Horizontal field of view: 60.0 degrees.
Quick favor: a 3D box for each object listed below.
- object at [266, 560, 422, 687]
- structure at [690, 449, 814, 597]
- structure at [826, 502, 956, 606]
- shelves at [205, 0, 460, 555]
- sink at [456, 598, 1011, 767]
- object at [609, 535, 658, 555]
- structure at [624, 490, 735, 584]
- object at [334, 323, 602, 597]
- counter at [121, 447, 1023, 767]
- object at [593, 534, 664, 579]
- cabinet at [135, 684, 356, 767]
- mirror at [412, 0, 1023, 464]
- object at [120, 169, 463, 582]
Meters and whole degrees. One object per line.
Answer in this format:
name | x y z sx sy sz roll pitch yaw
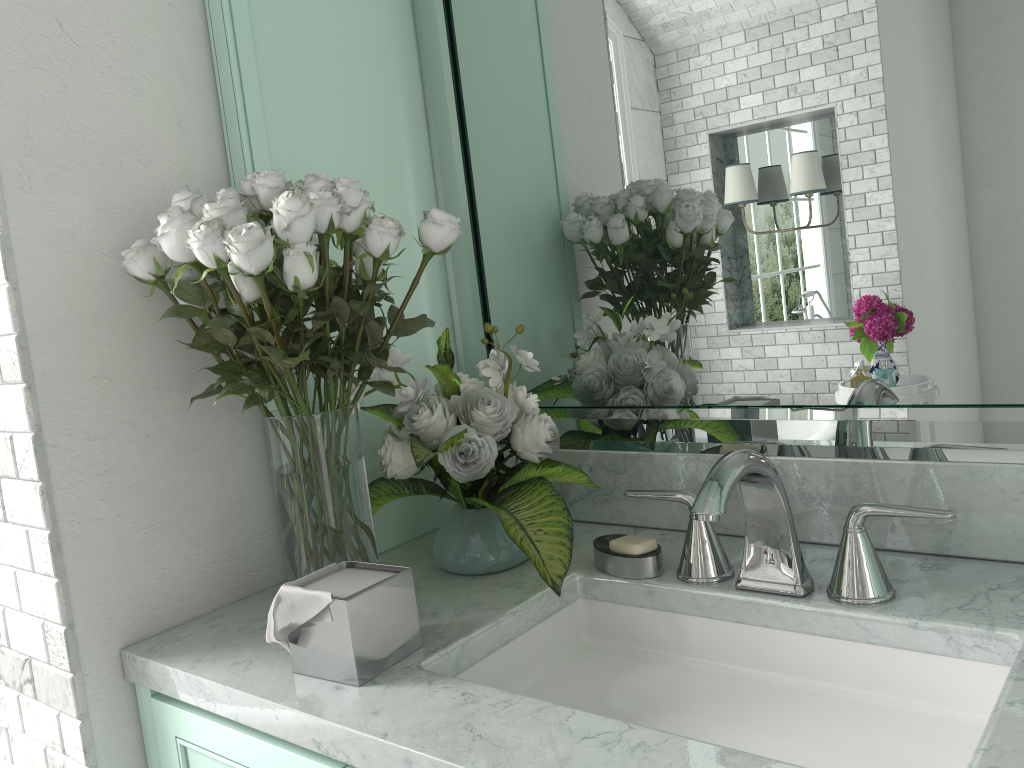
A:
object | -0.218 0.296 1.115 0.136 0.112 0.147 -3 7 35
structure | 0.310 0.183 1.127 0.103 0.204 0.236 -4 6 28
structure | 0.474 0.207 1.117 0.157 0.121 0.083 -4 6 23
shelves | 0.730 -0.785 0.692 2.806 2.117 0.467 -2 7 39
sink | 0.233 0.379 1.034 0.602 0.079 0.348 -2 9 39
object | 0.181 0.241 1.324 0.052 0.022 0.077 -11 7 -30
structure | 0.237 0.216 1.284 0.157 0.121 0.083 -4 6 23
object | -0.062 0.100 1.436 0.452 0.401 0.396 -2 7 41
counter | 0.781 0.235 0.687 2.804 0.180 0.828 -2 9 39
object | 0.175 0.260 1.343 0.080 0.035 0.133 -11 8 -32
cabinet | 0.846 0.865 0.719 2.794 1.094 0.867 -2 7 39
mirror | 0.357 -0.846 1.240 1.434 1.927 0.015 -3 6 39
object | -0.289 0.022 1.267 0.393 0.651 0.356 -11 6 -39
